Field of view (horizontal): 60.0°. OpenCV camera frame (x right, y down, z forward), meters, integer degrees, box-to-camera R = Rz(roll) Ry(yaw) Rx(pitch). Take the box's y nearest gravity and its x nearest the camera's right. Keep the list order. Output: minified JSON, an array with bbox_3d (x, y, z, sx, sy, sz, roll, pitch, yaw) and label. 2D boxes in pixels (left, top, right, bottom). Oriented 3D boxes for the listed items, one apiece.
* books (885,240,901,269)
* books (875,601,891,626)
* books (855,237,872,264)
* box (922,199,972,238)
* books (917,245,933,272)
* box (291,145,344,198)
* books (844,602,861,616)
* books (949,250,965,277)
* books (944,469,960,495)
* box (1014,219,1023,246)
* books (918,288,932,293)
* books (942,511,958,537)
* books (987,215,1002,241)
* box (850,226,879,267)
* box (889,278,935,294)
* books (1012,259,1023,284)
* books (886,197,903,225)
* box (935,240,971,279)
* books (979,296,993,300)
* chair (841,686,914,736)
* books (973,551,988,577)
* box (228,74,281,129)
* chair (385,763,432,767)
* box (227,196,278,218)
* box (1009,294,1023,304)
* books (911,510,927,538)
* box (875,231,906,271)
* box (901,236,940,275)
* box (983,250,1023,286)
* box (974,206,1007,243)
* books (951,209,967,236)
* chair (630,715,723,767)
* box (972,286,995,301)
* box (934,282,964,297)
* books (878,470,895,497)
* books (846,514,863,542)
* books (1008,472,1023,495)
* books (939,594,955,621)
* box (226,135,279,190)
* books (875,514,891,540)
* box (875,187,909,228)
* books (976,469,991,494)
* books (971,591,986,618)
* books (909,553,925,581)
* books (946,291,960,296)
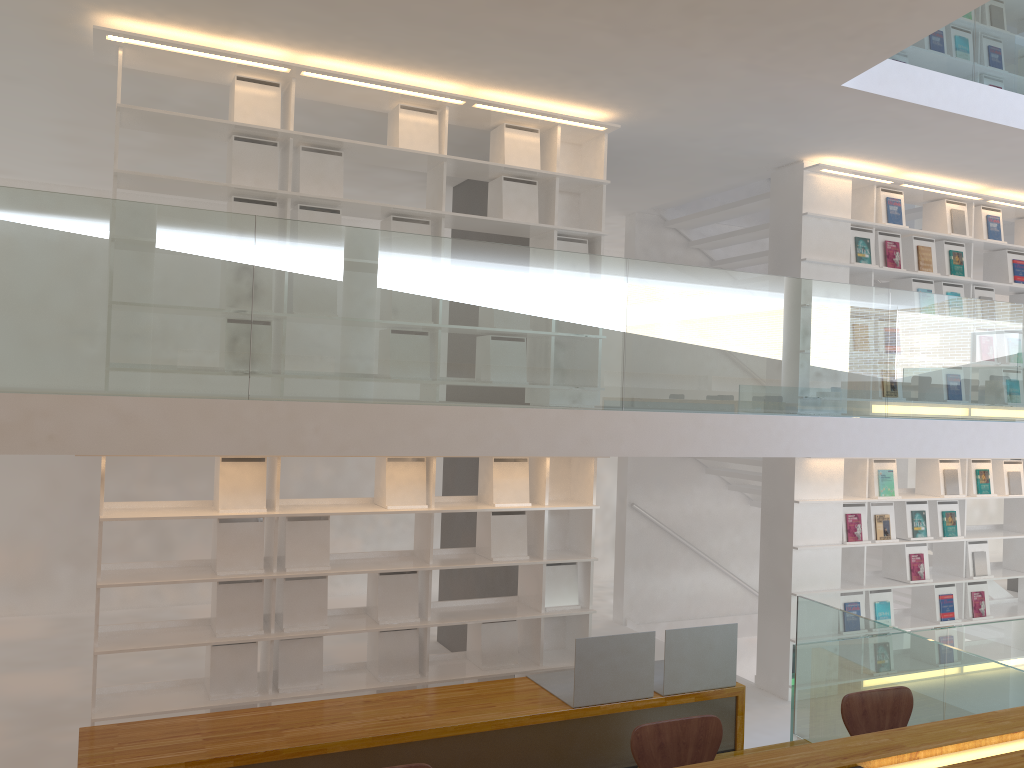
[{"bbox_3d":[2.898,-0.982,6.750,0.145,0.210,0.037,2,-1,-25],"label":"books"},{"bbox_3d":[2.805,1.751,6.702,0.145,0.210,0.037,2,-1,-25],"label":"books"},{"bbox_3d":[2.622,-0.989,6.622,0.145,0.210,0.037,2,-1,-25],"label":"books"},{"bbox_3d":[3.512,-1.314,7.153,0.245,0.296,0.274,2,-1,-25],"label":"box"},{"bbox_3d":[3.212,-0.967,6.898,0.145,0.210,0.037,2,-1,-25],"label":"books"},{"bbox_3d":[-1.104,-1.176,5.053,0.245,0.296,0.274,2,-1,-25],"label":"box"},{"bbox_3d":[2.527,1.727,6.572,0.145,0.210,0.037,2,-1,-25],"label":"books"},{"bbox_3d":[3.535,-0.954,7.046,0.145,0.210,0.037,2,-1,-25],"label":"books"},{"bbox_3d":[3.480,0.782,7.020,0.145,0.210,0.037,2,-1,-25],"label":"books"},{"bbox_3d":[4.533,-1.271,7.633,0.245,0.296,0.274,2,-1,-25],"label":"box"},{"bbox_3d":[3.216,-0.634,6.896,0.145,0.210,0.037,2,-1,-25],"label":"books"},{"bbox_3d":[3.462,1.111,7.011,0.145,0.210,0.037,2,-1,-25],"label":"books"},{"bbox_3d":[3.932,-1.269,7.233,0.145,0.210,0.037,2,-1,-25],"label":"books"},{"bbox_3d":[2.584,-1.025,6.717,0.245,0.296,0.274,2,-1,-25],"label":"box"},{"bbox_3d":[3.173,-0.670,6.994,0.245,0.296,0.274,2,-1,-25],"label":"box"},{"bbox_3d":[4.222,-0.928,7.372,0.145,0.210,0.037,2,-1,-25],"label":"books"},{"bbox_3d":[2.912,-1.312,6.754,0.145,0.210,0.037,2,-1,-25],"label":"books"},{"bbox_3d":[3.495,-0.985,7.145,0.245,0.296,0.274,2,-1,-25],"label":"box"},{"bbox_3d":[3.853,-0.603,7.196,0.145,0.210,0.037,2,-1,-25],"label":"books"},{"bbox_3d":[1.523,1.575,3.399,0.428,0.693,0.381,2,-1,-25],"label":"chair"},{"bbox_3d":[3.780,1.462,7.161,0.145,0.210,0.037,2,-1,-25],"label":"books"},{"bbox_3d":[-1.421,-1.518,4.904,0.245,0.296,0.274,2,-1,-25],"label":"box"},{"bbox_3d":[-0.351,1.497,2.476,0.428,0.693,0.381,2,-1,-25],"label":"chair"},{"bbox_3d":[-1.434,-0.862,4.898,0.245,0.296,0.274,2,-1,-25],"label":"box"},{"bbox_3d":[4.468,-0.616,7.602,0.245,0.296,0.274,2,-1,-25],"label":"box"},{"bbox_3d":[3.155,1.088,6.872,0.145,0.210,0.037,2,-1,-25],"label":"books"},{"bbox_3d":[2.853,-1.012,6.857,0.245,0.296,0.274,2,-1,-25],"label":"box"},{"bbox_3d":[3.183,-0.998,6.998,0.245,0.296,0.274,2,-1,-25],"label":"box"},{"bbox_3d":[4.171,-0.960,7.463,0.245,0.296,0.274,2,-1,-25],"label":"box"},{"bbox_3d":[3.890,-1.298,7.331,0.245,0.296,0.274,2,-1,-25],"label":"box"},{"bbox_3d":[3.553,-1.284,7.054,0.145,0.210,0.037,2,-1,-25],"label":"books"},{"bbox_3d":[0.645,1.539,2.986,0.428,0.693,0.381,2,-1,-25],"label":"chair"},{"bbox_3d":[3.813,-0.643,7.295,0.245,0.296,0.274,2,-1,-25],"label":"box"},{"bbox_3d":[3.479,-0.657,7.138,0.245,0.296,0.274,2,-1,-25],"label":"box"},{"bbox_3d":[2.836,0.755,6.717,0.145,0.210,0.037,2,-1,-25],"label":"books"},{"bbox_3d":[2.539,1.069,6.581,0.145,0.210,0.037,2,-1,-25],"label":"books"},{"bbox_3d":[4.166,0.831,7.342,0.145,0.210,0.037,2,-1,-25],"label":"books"},{"bbox_3d":[3.434,1.768,7.001,0.145,0.210,0.037,2,-1,-25],"label":"books"},{"bbox_3d":[-1.432,-1.191,4.899,0.245,0.296,0.274,2,-1,-25],"label":"box"},{"bbox_3d":[2.810,1.096,6.719,0.145,0.210,0.037,2,-1,-25],"label":"books"},{"bbox_3d":[2.870,-1.341,6.851,0.245,0.296,0.274,2,-1,-25],"label":"box"},{"bbox_3d":[3.815,0.796,7.177,0.145,0.210,0.037,2,-1,-25],"label":"books"},{"bbox_3d":[3.766,1.783,7.157,0.145,0.210,0.037,2,-1,-25],"label":"books"},{"bbox_3d":[3.135,1.421,6.861,0.145,0.210,0.037,2,-1,-25],"label":"books"},{"bbox_3d":[3.509,-0.625,7.037,0.145,0.210,0.037,2,-1,-25],"label":"books"}]
